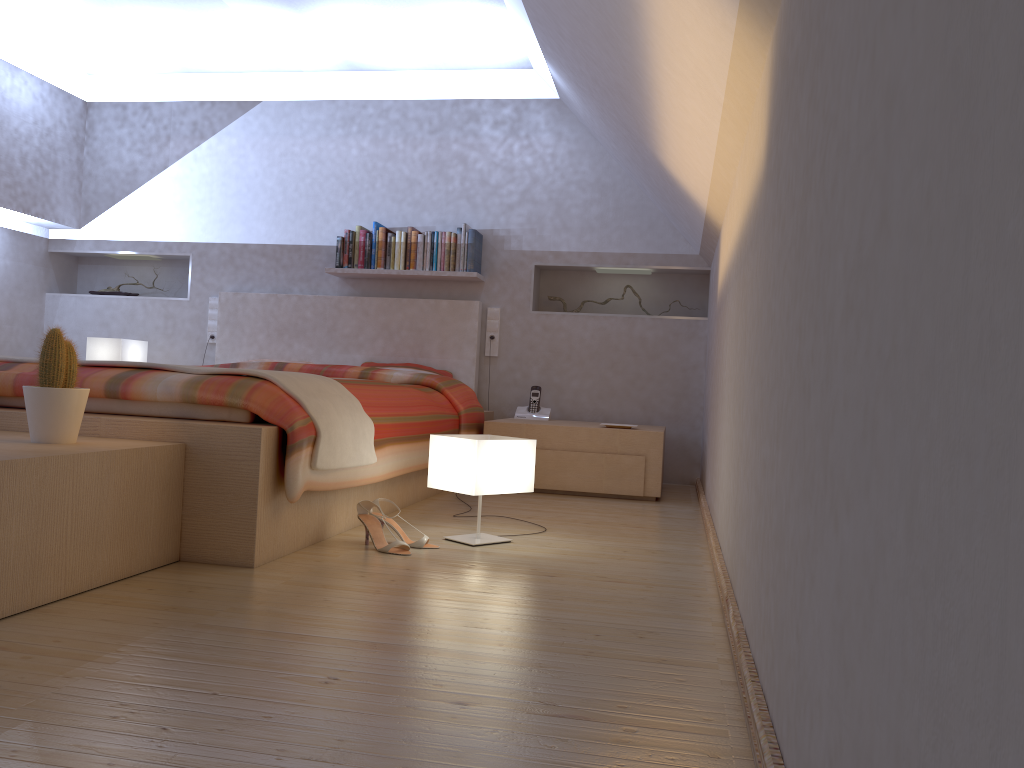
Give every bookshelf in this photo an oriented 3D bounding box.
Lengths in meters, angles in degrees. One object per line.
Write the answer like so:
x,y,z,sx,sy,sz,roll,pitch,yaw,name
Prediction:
-0.629,-0.644,5.233,0.916,0.028,0.223,3,0,11,bookshelf
-1.645,0.261,2.115,1.495,0.303,0.643,3,0,11,bookshelf

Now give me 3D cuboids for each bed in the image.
-1.291,-0.053,3.912,2.087,0.994,3.009,3,0,11,bed

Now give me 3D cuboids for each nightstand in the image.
0.352,0.373,4.615,0.859,0.329,0.847,3,0,11,nightstand

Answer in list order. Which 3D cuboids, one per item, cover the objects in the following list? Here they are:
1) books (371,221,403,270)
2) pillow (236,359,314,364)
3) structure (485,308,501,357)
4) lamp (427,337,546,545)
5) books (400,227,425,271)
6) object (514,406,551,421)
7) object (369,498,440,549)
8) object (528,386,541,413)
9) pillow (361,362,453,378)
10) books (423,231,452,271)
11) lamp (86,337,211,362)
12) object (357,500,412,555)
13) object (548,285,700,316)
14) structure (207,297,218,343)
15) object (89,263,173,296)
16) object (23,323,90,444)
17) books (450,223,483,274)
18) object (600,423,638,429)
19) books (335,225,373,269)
-0.719,-0.804,5.256,0.178,0.281,0.200,3,0,11,books
-1.497,-0.064,5.195,0.572,0.180,0.492,3,0,11,pillow
-0.113,-0.307,5.242,0.077,0.286,0.034,3,0,11,structure
-0.040,0.116,3.943,0.396,0.788,2.551,3,0,1,lamp
-0.564,-0.786,5.222,0.140,0.260,0.209,3,0,11,books
0.122,0.159,4.976,0.192,0.087,0.153,3,0,11,object
-0.327,0.422,2.704,0.235,0.132,0.079,3,0,16,object
0.129,0.094,4.996,0.060,0.169,0.079,3,0,11,object
-0.662,-0.034,4.991,0.566,0.188,0.497,3,0,11,pillow
-0.418,-0.763,5.200,0.159,0.231,0.200,3,0,11,books
-2.228,-0.056,5.376,0.318,0.515,0.684,3,0,39,lamp
-0.377,0.419,2.614,0.235,0.132,0.079,3,0,42,object
0.656,-0.492,5.253,0.905,0.193,0.085,3,0,11,object
-1.868,-0.399,5.569,0.077,0.286,0.034,3,0,11,structure
-2.509,-0.688,5.848,0.589,0.242,0.183,3,0,9,object
-1.087,0.001,2.119,0.144,0.294,0.144,3,0,36,object
-0.268,-0.781,5.172,0.145,0.281,0.200,3,0,11,books
0.525,0.207,4.340,0.179,0.015,0.177,3,0,11,object
-0.911,-0.804,5.284,0.209,0.260,0.215,3,0,11,books
